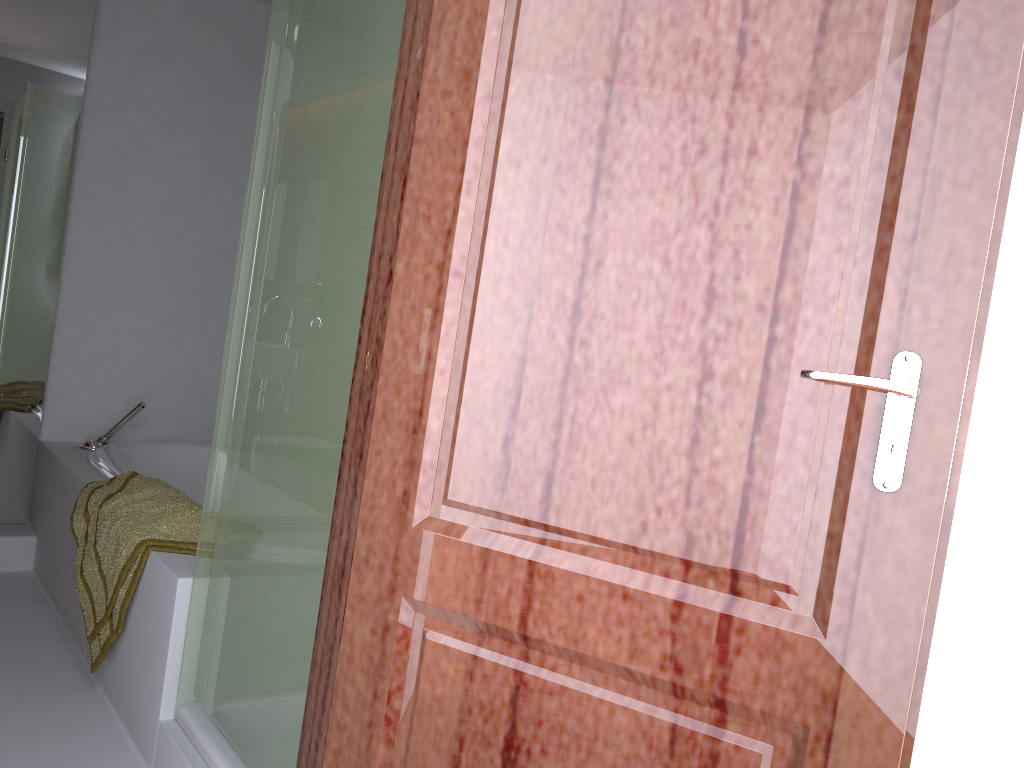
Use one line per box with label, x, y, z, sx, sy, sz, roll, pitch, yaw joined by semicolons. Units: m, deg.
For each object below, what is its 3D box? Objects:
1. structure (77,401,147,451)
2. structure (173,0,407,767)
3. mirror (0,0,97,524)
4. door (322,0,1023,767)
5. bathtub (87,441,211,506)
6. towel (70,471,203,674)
structure;-1.518;0.174;3.378;0.239;0.257;0.112;8;2;-6
structure;-0.007;-0.042;1.975;1.015;2.079;0.765;7;3;-37
mirror;-2.244;-0.616;2.899;1.433;2.183;0.019;7;3;-37
door;0.117;0.025;1.006;0.708;1.780;0.095;10;3;29
bathtub;-0.887;0.548;2.998;0.881;0.424;1.683;7;3;-37
towel;-1.007;0.531;2.494;0.349;0.452;0.890;6;3;-43
